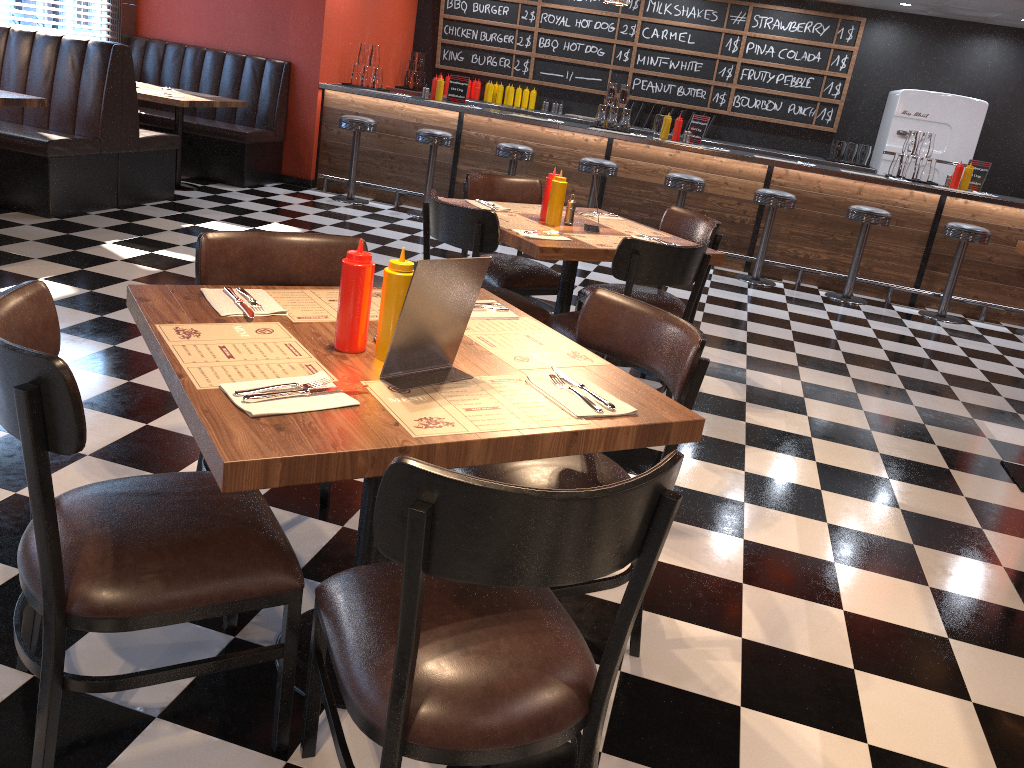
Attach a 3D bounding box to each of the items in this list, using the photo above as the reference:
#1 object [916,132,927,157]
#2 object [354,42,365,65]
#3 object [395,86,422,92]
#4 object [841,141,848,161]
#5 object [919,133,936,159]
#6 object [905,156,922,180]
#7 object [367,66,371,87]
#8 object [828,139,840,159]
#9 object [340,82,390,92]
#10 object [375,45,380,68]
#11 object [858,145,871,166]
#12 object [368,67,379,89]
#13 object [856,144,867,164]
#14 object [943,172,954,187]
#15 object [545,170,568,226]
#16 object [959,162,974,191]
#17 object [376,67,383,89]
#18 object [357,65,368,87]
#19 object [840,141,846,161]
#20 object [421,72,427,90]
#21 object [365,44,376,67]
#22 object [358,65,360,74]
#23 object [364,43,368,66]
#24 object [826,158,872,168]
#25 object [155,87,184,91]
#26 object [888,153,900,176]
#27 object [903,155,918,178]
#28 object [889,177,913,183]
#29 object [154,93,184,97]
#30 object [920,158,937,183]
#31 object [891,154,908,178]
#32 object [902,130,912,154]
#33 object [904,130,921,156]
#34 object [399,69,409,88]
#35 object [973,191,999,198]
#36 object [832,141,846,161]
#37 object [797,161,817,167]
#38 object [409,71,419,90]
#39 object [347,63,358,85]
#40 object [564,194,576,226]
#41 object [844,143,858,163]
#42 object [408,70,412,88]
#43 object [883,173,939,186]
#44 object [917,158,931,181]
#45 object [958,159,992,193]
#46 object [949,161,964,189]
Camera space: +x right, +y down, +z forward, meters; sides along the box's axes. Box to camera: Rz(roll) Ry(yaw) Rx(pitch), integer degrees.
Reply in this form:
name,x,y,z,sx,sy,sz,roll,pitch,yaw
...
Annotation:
name,x,y,z,sx,sy,sz,roll,pitch,yaw
object,3.585,-2.078,7.698,0.105,0.206,0.106,-2,21,-31
object,-1.485,-3.230,8.663,0.105,0.206,0.107,8,18,-3
object,-1.152,-3.410,10.237,0.273,0.018,0.442,13,20,11
object,3.442,-2.433,9.269,0.105,0.206,0.106,-2,21,-31
object,3.563,-2.044,7.592,0.105,0.206,0.106,-2,21,-31
object,3.474,-1.863,7.666,0.105,0.206,0.106,-2,21,-31
object,-1.443,-3.053,8.806,0.105,0.206,0.107,8,18,-3
object,3.409,-2.478,9.381,0.105,0.206,0.106,-2,21,-31
object,-1.448,-2.943,8.784,0.438,0.018,0.276,13,20,11
object,-1.353,-3.234,8.735,0.105,0.206,0.107,8,18,-3
object,3.548,-2.297,8.933,0.105,0.206,0.106,-2,21,-31
object,-1.349,-2.990,8.671,0.105,0.206,0.107,8,18,-3
object,3.570,-2.332,9.042,0.105,0.206,0.106,-2,21,-31
object,3.784,-1.759,7.627,0.094,0.134,0.047,11,18,7
object,0.195,-0.805,3.830,0.068,0.235,0.068,18,19,25
object,3.873,-1.767,7.537,0.068,0.235,0.069,3,18,-18
object,-1.330,-3.026,8.783,0.105,0.206,0.107,8,18,-3
object,-1.464,-3.019,8.703,0.105,0.206,0.107,8,18,-3
object,3.351,-2.383,9.085,0.105,0.206,0.106,-2,21,-31
object,-1.044,-3.526,10.326,0.105,0.206,0.107,8,18,-3
object,-1.376,-3.200,8.629,0.105,0.206,0.107,8,18,-3
object,-1.550,-3.082,8.841,0.105,0.206,0.107,8,18,-3
object,-1.467,-3.257,8.749,0.105,0.206,0.107,8,18,-3
object,3.436,-2.260,9.060,0.438,0.018,0.276,13,20,11
object,-3.008,-2.590,7.756,0.157,0.019,0.258,12,19,8
object,3.388,-1.926,7.804,0.105,0.206,0.106,-2,21,-31
object,3.495,-1.896,7.770,0.105,0.206,0.106,-2,21,-31
object,3.282,-1.731,7.496,0.157,0.019,0.258,12,19,7
object,-2.759,-2.339,7.159,0.158,0.019,0.258,13,20,10
object,3.590,-1.833,7.635,0.105,0.206,0.106,-2,21,-31
object,3.373,-1.890,7.698,0.105,0.206,0.106,-2,21,-31
object,3.472,-2.101,7.713,0.105,0.206,0.106,-2,21,-31
object,3.453,-2.073,7.627,0.105,0.206,0.106,-2,21,-31
object,-1.229,-3.484,10.123,0.105,0.206,0.107,8,18,-3
object,3.942,-1.586,7.385,0.157,0.019,0.258,11,19,6
object,3.312,-2.354,8.986,0.105,0.206,0.106,-2,21,-31
object,2.545,-1.902,7.647,0.158,0.019,0.258,13,20,12
object,-1.114,-3.461,10.109,0.105,0.206,0.107,8,18,-3
object,-1.566,-3.047,8.734,0.105,0.206,0.107,8,18,-3
object,0.261,-0.776,3.934,0.047,0.134,0.095,10,18,2
object,3.439,-2.341,9.007,0.105,0.206,0.106,-2,21,-31
object,-1.191,-3.518,10.236,0.105,0.206,0.107,8,18,-3
object,3.490,-1.787,7.748,0.438,0.018,0.276,13,20,11
object,3.609,-1.870,7.747,0.105,0.206,0.106,-2,21,-31
object,3.982,-1.792,7.628,0.072,0.254,0.190,-6,23,-40
object,3.782,-1.776,7.519,0.068,0.235,0.068,-9,25,-44
